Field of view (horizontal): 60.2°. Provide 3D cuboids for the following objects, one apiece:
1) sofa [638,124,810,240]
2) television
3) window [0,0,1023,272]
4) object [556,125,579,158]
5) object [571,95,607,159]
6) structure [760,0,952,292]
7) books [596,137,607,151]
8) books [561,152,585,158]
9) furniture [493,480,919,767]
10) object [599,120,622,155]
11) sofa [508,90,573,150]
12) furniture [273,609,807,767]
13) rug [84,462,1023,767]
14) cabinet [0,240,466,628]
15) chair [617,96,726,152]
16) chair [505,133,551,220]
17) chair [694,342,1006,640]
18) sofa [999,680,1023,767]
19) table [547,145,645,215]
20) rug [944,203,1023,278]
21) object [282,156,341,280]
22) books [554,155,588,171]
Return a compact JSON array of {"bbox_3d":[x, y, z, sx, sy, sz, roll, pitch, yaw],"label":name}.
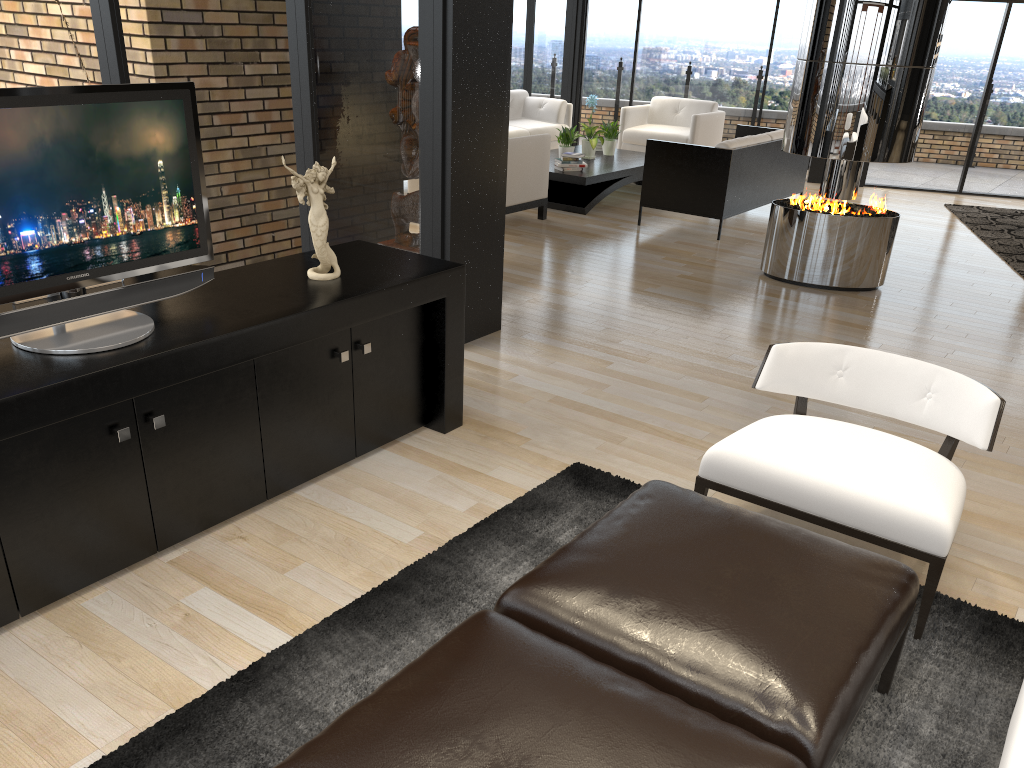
[{"bbox_3d":[2.079,-2.014,8.466,0.826,0.833,1.986,19,28,32],"label":"sofa"},{"bbox_3d":[-1.314,-0.491,2.597,0.922,0.738,0.398,-14,30,-33],"label":"television"},{"bbox_3d":[1.427,-2.443,4.066,10.061,4.968,15.413,12,25,20],"label":"window"},{"bbox_3d":[0.554,-2.445,8.959,0.284,0.384,0.207,2,25,-2],"label":"object"},{"bbox_3d":[0.835,-2.679,9.193,0.352,0.654,0.360,-15,30,-32],"label":"object"},{"bbox_3d":[2.376,-2.057,6.012,0.886,2.844,0.569,13,28,20],"label":"structure"},{"bbox_3d":[0.984,-2.711,9.960,0.223,0.131,0.296,4,23,2],"label":"books"},{"bbox_3d":[0.592,-2.212,8.529,0.183,0.028,0.150,13,25,23],"label":"books"},{"bbox_3d":[0.513,0.674,2.323,0.816,0.501,0.809,18,28,31],"label":"furniture"},{"bbox_3d":[1.060,-2.677,9.571,0.283,0.384,0.207,8,26,12],"label":"object"},{"bbox_3d":[-0.379,-2.809,10.000,0.842,0.887,2.634,19,28,32],"label":"sofa"},{"bbox_3d":[0.014,0.911,1.700,0.816,0.501,0.809,18,28,31],"label":"furniture"},{"bbox_3d":[0.361,1.071,1.992,2.446,0.012,2.966,18,27,33],"label":"rug"},{"bbox_3d":[-1.349,0.191,2.910,0.612,0.768,2.971,20,28,32],"label":"cabinet"},{"bbox_3d":[1.912,-2.986,10.687,0.987,0.888,0.835,19,29,31],"label":"chair"},{"bbox_3d":[-0.291,-1.940,7.945,0.987,0.888,0.835,19,29,31],"label":"chair"},{"bbox_3d":[1.153,0.297,3.038,0.794,0.700,0.669,19,29,31],"label":"chair"},{"bbox_3d":[1.181,0.918,1.392,0.826,0.833,1.986,19,28,32],"label":"sofa"},{"bbox_3d":[0.766,-2.203,9.366,1.247,0.365,1.986,18,27,32],"label":"table"},{"bbox_3d":[5.683,-1.158,7.909,2.710,0.011,3.596,8,23,11],"label":"rug"},{"bbox_3d":[-0.722,-0.627,3.330,0.104,0.476,0.251,21,31,32],"label":"object"},{"bbox_3d":[0.572,-2.142,8.563,0.307,0.131,0.216,-4,25,-15],"label":"books"}]
